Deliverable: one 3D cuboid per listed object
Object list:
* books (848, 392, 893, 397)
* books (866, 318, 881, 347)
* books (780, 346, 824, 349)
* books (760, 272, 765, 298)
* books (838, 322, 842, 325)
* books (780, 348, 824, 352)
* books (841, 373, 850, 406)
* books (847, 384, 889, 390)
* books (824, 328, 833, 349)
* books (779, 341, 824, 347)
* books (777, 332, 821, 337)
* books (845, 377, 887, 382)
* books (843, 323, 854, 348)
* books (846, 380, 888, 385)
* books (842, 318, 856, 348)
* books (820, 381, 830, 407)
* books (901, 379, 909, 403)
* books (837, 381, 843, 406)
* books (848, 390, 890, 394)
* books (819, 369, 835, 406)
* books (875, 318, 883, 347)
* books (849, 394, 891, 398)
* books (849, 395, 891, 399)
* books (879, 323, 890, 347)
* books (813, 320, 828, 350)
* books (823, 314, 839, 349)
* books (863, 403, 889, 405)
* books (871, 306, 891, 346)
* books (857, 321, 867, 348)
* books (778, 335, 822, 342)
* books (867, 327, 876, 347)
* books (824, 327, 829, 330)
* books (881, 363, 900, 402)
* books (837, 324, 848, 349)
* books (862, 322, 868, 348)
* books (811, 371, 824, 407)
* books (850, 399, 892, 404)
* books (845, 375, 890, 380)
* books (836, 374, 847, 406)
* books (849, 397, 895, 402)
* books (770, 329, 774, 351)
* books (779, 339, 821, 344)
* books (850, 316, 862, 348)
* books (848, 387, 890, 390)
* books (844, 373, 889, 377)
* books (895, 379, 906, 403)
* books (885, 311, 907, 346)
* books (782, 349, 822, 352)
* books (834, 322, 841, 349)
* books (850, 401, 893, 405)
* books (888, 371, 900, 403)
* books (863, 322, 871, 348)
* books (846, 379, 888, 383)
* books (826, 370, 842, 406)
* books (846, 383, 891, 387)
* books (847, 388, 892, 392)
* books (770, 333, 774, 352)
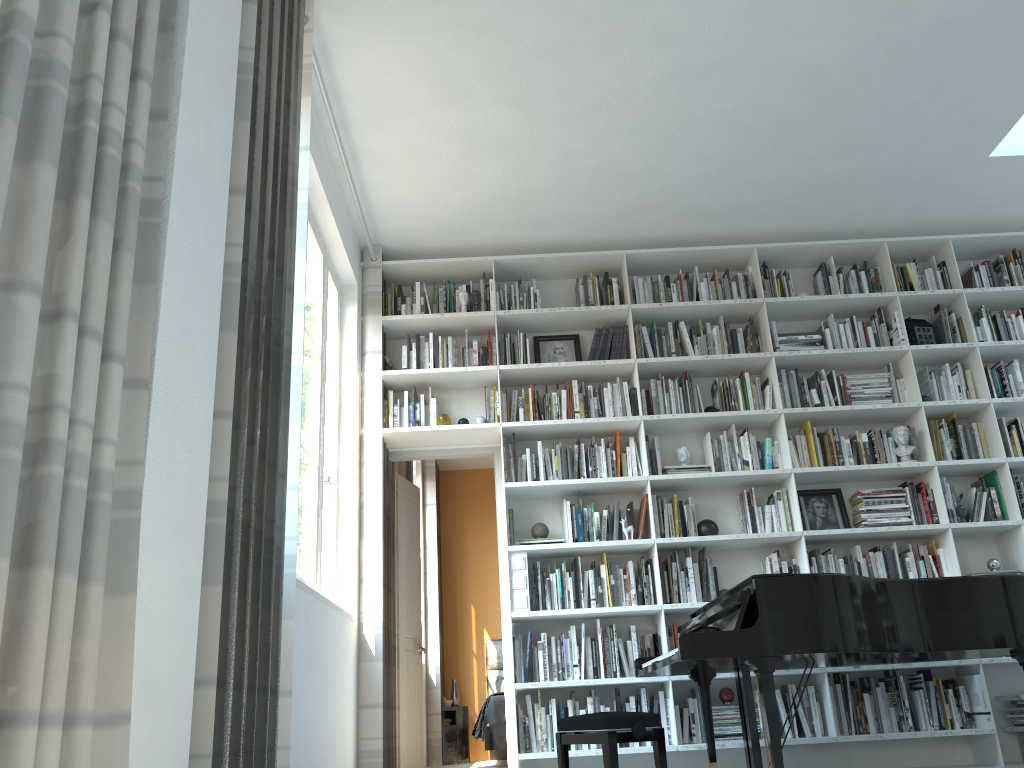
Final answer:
[{"bbox_3d":[2.205,0.089,5.535,0.285,0.012,0.160,-3,-21,0],"label":"books"},{"bbox_3d":[2.288,-0.272,5.649,0.032,0.247,0.174,-3,-21,-1],"label":"books"},{"bbox_3d":[1.816,-0.201,5.642,0.285,0.012,0.160,-2,-21,-3],"label":"books"},{"bbox_3d":[1.598,-0.584,5.769,0.026,0.252,0.186,-3,-21,-1],"label":"books"},{"bbox_3d":[2.101,-0.255,5.663,0.012,0.243,0.132,-3,-21,-1],"label":"books"},{"bbox_3d":[1.817,-0.191,5.635,0.285,0.012,0.160,-2,-21,-4],"label":"books"},{"bbox_3d":[2.049,0.080,5.512,0.013,0.246,0.177,-3,-21,-1],"label":"books"},{"bbox_3d":[2.203,0.043,5.550,0.254,0.012,0.161,-3,-21,1],"label":"books"},{"bbox_3d":[1.990,-0.228,5.638,0.025,0.187,0.194,-3,-21,-1],"label":"books"},{"bbox_3d":[1.817,-0.220,5.641,0.285,0.024,0.160,-5,-21,4],"label":"books"},{"bbox_3d":[1.813,-0.284,5.678,0.285,0.024,0.160,-3,-21,-1],"label":"books"},{"bbox_3d":[2.200,-0.002,5.571,0.254,0.012,0.161,-3,-21,-1],"label":"books"},{"bbox_3d":[2.121,-0.248,5.650,0.028,0.218,0.184,-3,-21,-1],"label":"books"},{"bbox_3d":[2.202,0.018,5.552,0.254,0.012,0.161,-5,-21,4],"label":"books"},{"bbox_3d":[2.149,-0.267,5.678,0.029,0.272,0.141,-3,-21,-1],"label":"books"},{"bbox_3d":[1.931,0.106,5.521,0.024,0.216,0.148,-3,-21,-1],"label":"books"},{"bbox_3d":[2.425,0.091,5.536,0.030,0.204,0.159,-3,-21,-1],"label":"books"},{"bbox_3d":[2.016,0.104,5.526,0.024,0.215,0.133,-3,-21,-1],"label":"books"},{"bbox_3d":[2.205,0.078,5.539,0.254,0.012,0.161,-3,-21,0],"label":"books"},{"bbox_3d":[1.957,0.071,5.537,0.049,0.290,0.163,-3,-21,-1],"label":"books"},{"bbox_3d":[2.317,-0.274,5.667,0.029,0.260,0.133,-3,-21,-1],"label":"books"},{"bbox_3d":[2.206,0.099,5.529,0.254,0.012,0.161,-2,-21,-3],"label":"books"},{"bbox_3d":[2.207,0.111,5.525,0.254,0.012,0.161,-3,-21,1],"label":"books"},{"bbox_3d":[2.348,-0.253,5.644,0.029,0.201,0.192,-3,-21,-1],"label":"books"},{"bbox_3d":[1.970,-0.257,5.653,0.012,0.253,0.161,-3,-21,-1],"label":"books"},{"bbox_3d":[2.030,-0.279,5.644,0.011,0.283,0.191,-3,-21,-1],"label":"books"},{"bbox_3d":[2.210,0.157,5.510,0.285,0.012,0.160,-3,-21,0],"label":"books"},{"bbox_3d":[2.365,-0.312,5.676,0.012,0.333,0.156,-3,-21,-1],"label":"books"},{"bbox_3d":[2.199,-0.257,5.643,0.023,0.222,0.191,-3,-21,-1],"label":"books"},{"bbox_3d":[1.814,-0.264,5.665,0.285,0.024,0.160,-3,-21,1],"label":"books"},{"bbox_3d":[2.259,-0.243,5.639,0.029,0.187,0.176,-3,-21,-1],"label":"books"},{"bbox_3d":[2.014,-0.236,5.672,0.024,0.222,0.129,-3,-21,-1],"label":"books"},{"bbox_3d":[2.372,0.040,5.552,0.012,0.317,0.140,-3,-21,-1],"label":"books"},{"bbox_3d":[2.082,-0.246,5.646,0.027,0.215,0.191,-3,-21,-1],"label":"books"},{"bbox_3d":[2.226,-0.257,5.656,0.010,0.229,0.153,-3,-21,-1],"label":"books"},{"bbox_3d":[1.906,0.078,5.539,0.022,0.284,0.131,-3,-21,-1],"label":"books"},{"bbox_3d":[2.208,0.134,5.518,0.254,0.012,0.161,-2,-21,-2],"label":"books"},{"bbox_3d":[2.199,-0.018,5.565,0.285,0.012,0.160,-1,-21,-6],"label":"books"},{"bbox_3d":[2.035,0.087,5.523,0.015,0.244,0.183,-3,-21,-1],"label":"books"},{"bbox_3d":[2.207,0.121,5.518,0.285,0.012,0.160,-2,-21,-4],"label":"books"},{"bbox_3d":[1.638,-0.222,5.647,0.013,0.217,0.141,-3,-21,-1],"label":"books"},{"bbox_3d":[1.816,-0.242,5.652,0.254,0.025,0.161,-1,-21,-5],"label":"books"},{"bbox_3d":[2.175,-0.274,5.658,0.023,0.268,0.185,-3,-21,-1],"label":"books"},{"bbox_3d":[2.203,0.053,5.543,0.254,0.012,0.161,-2,-21,-4],"label":"books"},{"bbox_3d":[2.199,-0.026,5.576,0.285,0.012,0.160,-3,-21,1],"label":"books"},{"bbox_3d":[2.396,0.094,5.529,0.029,0.197,0.172,-3,-21,-1],"label":"books"},{"bbox_3d":[2.402,-0.292,5.599,0.037,0.236,0.273,-3,-21,-1],"label":"books"},{"bbox_3d":[1.818,-0.180,5.631,0.254,0.012,0.161,-2,-21,-4],"label":"books"},{"bbox_3d":[2.047,-0.253,5.651,0.021,0.236,0.172,-3,-21,-1],"label":"books"},{"bbox_3d":[2.209,0.146,5.516,0.254,0.012,0.161,-3,-21,-1],"label":"books"},{"bbox_3d":[2.361,0.065,5.526,0.012,0.253,0.161,-3,-21,-1],"label":"books"},{"bbox_3d":[2.238,-0.260,5.650,0.012,0.229,0.159,-3,-21,-1],"label":"books"},{"bbox_3d":[2.201,0.007,5.563,0.254,0.012,0.161,-3,-21,1],"label":"books"},{"bbox_3d":[1.992,0.075,5.521,0.021,0.268,0.192,-3,-21,-1],"label":"books"},{"bbox_3d":[2.202,0.032,5.556,0.285,0.012,0.160,-2,-21,-2],"label":"books"},{"bbox_3d":[2.204,0.065,5.539,0.285,0.012,0.160,-4,-21,2],"label":"books"},{"bbox_3d":[1.618,-0.218,5.632,0.027,0.200,0.168,-3,-21,-1],"label":"books"}]
